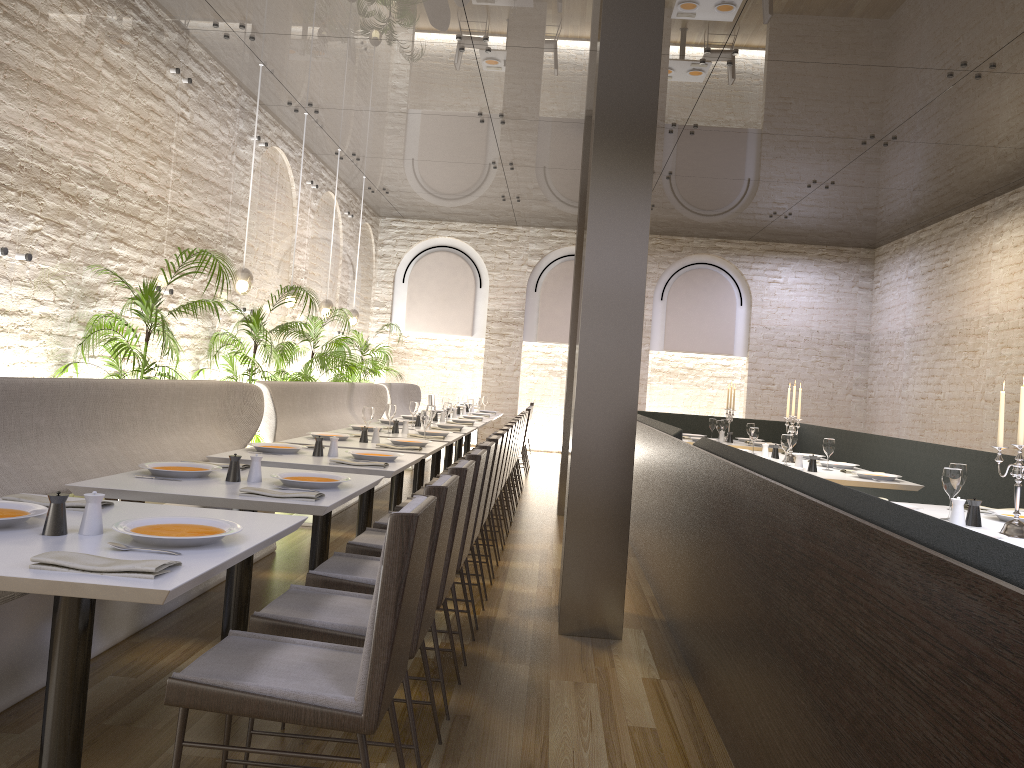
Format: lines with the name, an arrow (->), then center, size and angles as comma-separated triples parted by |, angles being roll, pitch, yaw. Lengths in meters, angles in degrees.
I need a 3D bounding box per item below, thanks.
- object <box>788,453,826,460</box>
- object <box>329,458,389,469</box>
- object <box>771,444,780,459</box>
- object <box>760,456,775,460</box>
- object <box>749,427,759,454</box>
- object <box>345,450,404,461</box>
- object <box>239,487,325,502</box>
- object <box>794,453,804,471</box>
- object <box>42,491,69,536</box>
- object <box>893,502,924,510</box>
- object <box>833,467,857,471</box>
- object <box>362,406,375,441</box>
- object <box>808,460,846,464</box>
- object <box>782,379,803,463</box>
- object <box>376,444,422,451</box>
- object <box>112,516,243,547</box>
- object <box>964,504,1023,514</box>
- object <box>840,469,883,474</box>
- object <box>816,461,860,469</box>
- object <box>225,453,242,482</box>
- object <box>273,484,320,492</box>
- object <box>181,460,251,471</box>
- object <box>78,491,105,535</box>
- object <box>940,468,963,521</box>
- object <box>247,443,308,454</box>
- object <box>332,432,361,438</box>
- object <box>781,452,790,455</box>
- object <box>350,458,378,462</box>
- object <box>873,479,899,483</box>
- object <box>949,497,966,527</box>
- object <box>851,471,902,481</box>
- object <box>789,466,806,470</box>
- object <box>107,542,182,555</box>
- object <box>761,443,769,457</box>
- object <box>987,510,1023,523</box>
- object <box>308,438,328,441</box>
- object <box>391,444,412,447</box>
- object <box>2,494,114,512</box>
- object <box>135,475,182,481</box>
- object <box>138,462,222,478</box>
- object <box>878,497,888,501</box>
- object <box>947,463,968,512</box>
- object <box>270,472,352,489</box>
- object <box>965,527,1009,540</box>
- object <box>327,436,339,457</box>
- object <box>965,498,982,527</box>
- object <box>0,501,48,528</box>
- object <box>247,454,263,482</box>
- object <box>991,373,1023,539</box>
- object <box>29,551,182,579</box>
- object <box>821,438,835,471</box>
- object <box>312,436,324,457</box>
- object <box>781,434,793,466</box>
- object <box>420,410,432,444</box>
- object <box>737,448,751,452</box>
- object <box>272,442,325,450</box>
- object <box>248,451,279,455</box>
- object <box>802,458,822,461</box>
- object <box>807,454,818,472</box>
object -> 2.541, 0.627, 7.653 | 0.321, 0.036, 0.321 | 4, 0, -1
object -> -0.765, 0.399, 4.448 | 0.273, 0.033, 0.142 | 4, 0, 3
object -> 2.181, 0.559, 7.337 | 0.069, 0.127, 0.068 | 4, -2, -3
object -> 1.867, 0.580, 6.839 | 0.322, 0.036, 0.321 | 4, 0, 23
object -> 2.111, 0.496, 7.742 | 0.086, 0.231, 0.086 | 4, -2, 15
object -> -0.745, 0.393, 4.807 | 0.321, 0.036, 0.321 | 4, 0, -19
object -> -0.827, 0.397, 3.200 | 0.273, 0.033, 0.142 | 4, 0, 3
object -> 2.028, 0.550, 6.260 | 0.069, 0.127, 0.068 | 3, -2, 26
object -> -1.162, 0.328, 2.262 | 0.059, 0.109, 0.059 | 4, -2, -5
object -> 1.731, 0.575, 4.108 | 0.322, 0.036, 0.321 | 4, 0, 23
object -> 2.485, 0.633, 6.608 | 0.181, 0.015, 0.038 | 4, 0, 4
object -> -0.997, 0.272, 6.117 | 0.086, 0.231, 0.086 | 2, -3, 45
object -> 2.542, 0.636, 7.144 | 0.273, 0.033, 0.142 | 4, 0, 3
object -> 2.225, 0.291, 7.022 | 0.131, 0.658, 0.389 | 4, -2, 14
object -> -0.709, 0.401, 5.579 | 0.273, 0.033, 0.142 | 4, 0, 3
object -> -0.869, 0.389, 2.310 | 0.321, 0.036, 0.321 | 4, 0, -19
object -> 2.407, 0.625, 4.405 | 0.273, 0.033, 0.142 | 4, 0, 3
object -> 2.501, 0.634, 6.323 | 0.273, 0.033, 0.142 | 4, 0, 3
object -> 2.499, 0.626, 6.804 | 0.322, 0.036, 0.321 | 4, 0, 23
object -> -1.100, 0.330, 3.510 | 0.059, 0.109, 0.059 | 4, -2, -5
object -> -0.822, 0.398, 3.376 | 0.181, 0.015, 0.038 | 4, 0, 4
object -> -1.308, 0.360, 3.929 | 0.273, 0.033, 0.142 | 4, 0, 3
object -> -1.090, 0.333, 2.303 | 0.059, 0.109, 0.059 | 4, -2, -5
object -> 1.967, 0.494, 3.964 | 0.086, 0.231, 0.086 | 4, -2, 15
object -> -1.281, 0.353, 4.837 | 0.321, 0.036, 0.321 | 4, 0, -19
object -> -1.190, 0.364, 6.308 | 0.273, 0.033, 0.142 | 4, 0, 3
object -> 2.585, 0.637, 8.002 | 0.273, 0.033, 0.142 | 4, 0, 3
object -> -0.760, 0.400, 4.624 | 0.181, 0.015, 0.038 | 4, 0, 4
object -> 2.444, 0.632, 5.786 | 0.181, 0.015, 0.038 | 4, 0, 4
object -> 1.909, 0.547, 3.794 | 0.069, 0.127, 0.068 | 4, -2, -3
object -> 2.458, 0.625, 5.978 | 0.321, 0.036, 0.322 | 4, 0, -21
object -> 1.826, 0.578, 6.014 | 0.321, 0.036, 0.321 | 4, 0, 1
object -> -0.884, 0.396, 2.127 | 0.181, 0.015, 0.038 | 4, 0, 4
object -> 2.099, 0.553, 7.344 | 0.069, 0.127, 0.068 | 4, -2, -3
object -> 2.363, 0.622, 4.073 | 0.322, 0.036, 0.321 | 4, 0, 23
object -> -1.239, 0.365, 5.784 | 0.185, 0.010, 0.017 | 4, 0, 3
object -> -0.704, 0.401, 5.755 | 0.181, 0.015, 0.038 | 4, 0, 4
object -> -1.370, 0.358, 2.680 | 0.273, 0.033, 0.142 | 4, 0, 3
object -> -1.357, 0.361, 3.405 | 0.185, 0.010, 0.017 | 4, 0, 3
object -> -1.343, 0.351, 3.589 | 0.321, 0.036, 0.321 | 4, 0, -19
object -> 1.721, 0.575, 4.441 | 0.273, 0.033, 0.142 | 4, 0, 3
object -> 2.200, 0.510, 4.378 | 0.086, 0.231, 0.086 | 4, -2, 15
object -> -0.807, 0.391, 3.559 | 0.321, 0.036, 0.321 | 4, 0, -19
object -> 1.694, 0.574, 3.349 | 0.321, 0.036, 0.322 | 4, 0, -21
object -> -0.966, 0.337, 4.800 | 0.059, 0.109, 0.059 | 4, -2, -5
object -> 1.988, 0.552, 3.814 | 0.069, 0.127, 0.068 | 4, -2, -3
object -> -1.405, 0.349, 2.340 | 0.321, 0.036, 0.321 | 4, 0, -19
object -> -1.028, 0.335, 3.552 | 0.059, 0.109, 0.059 | 4, -2, -5
object -> 2.054, 0.286, 3.585 | 0.131, 0.658, 0.389 | 4, -2, 14
object -> -0.889, 0.395, 1.951 | 0.273, 0.033, 0.142 | 4, 0, 3
object -> 2.303, 0.513, 6.446 | 0.086, 0.231, 0.086 | 2, -3, 45
object -> -1.038, 0.332, 4.758 | 0.059, 0.109, 0.059 | 4, -2, -5
object -> 2.057, 0.495, 6.645 | 0.086, 0.231, 0.086 | 4, -2, 3
object -> -0.605, 0.301, 6.200 | 0.086, 0.231, 0.086 | 2, -3, 45
object -> 1.909, 0.581, 7.688 | 0.321, 0.036, 0.321 | 4, 0, -1
object -> -1.247, 0.362, 5.177 | 0.273, 0.033, 0.142 | 4, 0, 3
object -> -1.295, 0.363, 4.654 | 0.185, 0.010, 0.017 | 4, 0, 3
object -> 2.527, 0.635, 7.466 | 0.181, 0.015, 0.038 | 4, 0, 4
object -> 2.107, 0.556, 6.206 | 0.069, 0.127, 0.068 | 3, -2, 34
